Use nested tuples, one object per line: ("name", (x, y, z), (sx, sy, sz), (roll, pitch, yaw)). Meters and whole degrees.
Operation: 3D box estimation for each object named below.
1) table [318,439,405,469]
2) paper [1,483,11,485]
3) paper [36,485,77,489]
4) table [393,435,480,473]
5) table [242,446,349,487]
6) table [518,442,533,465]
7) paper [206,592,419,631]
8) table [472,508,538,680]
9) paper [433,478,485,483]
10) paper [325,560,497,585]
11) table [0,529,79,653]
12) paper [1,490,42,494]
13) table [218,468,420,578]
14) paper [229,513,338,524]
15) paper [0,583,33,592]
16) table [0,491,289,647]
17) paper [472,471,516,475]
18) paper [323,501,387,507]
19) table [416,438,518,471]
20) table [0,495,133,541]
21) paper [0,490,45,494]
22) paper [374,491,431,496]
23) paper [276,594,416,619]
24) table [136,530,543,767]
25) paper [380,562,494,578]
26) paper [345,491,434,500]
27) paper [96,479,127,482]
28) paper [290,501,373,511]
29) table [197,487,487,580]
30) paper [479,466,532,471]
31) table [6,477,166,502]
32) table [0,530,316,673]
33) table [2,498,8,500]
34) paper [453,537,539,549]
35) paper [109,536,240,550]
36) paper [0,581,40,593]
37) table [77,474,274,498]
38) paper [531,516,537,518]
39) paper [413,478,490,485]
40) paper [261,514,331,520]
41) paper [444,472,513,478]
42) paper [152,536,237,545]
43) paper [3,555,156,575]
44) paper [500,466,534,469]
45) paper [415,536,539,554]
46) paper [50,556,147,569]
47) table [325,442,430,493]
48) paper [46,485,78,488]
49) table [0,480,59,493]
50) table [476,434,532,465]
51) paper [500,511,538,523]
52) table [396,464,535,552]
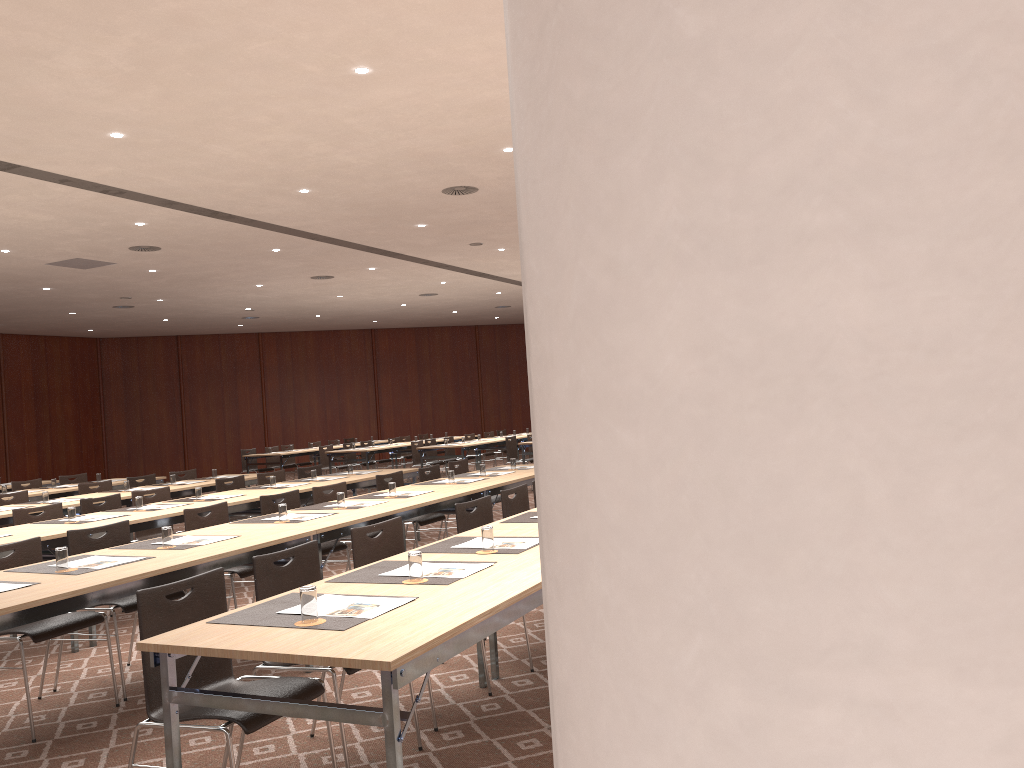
("table", (-3.419, 1.769, 20.369), (0.953, 0.833, 2.267), (-4, -1, 25))
("paper", (-7.162, 1.425, 12.680), (0.398, 0.006, 0.283), (-4, -1, 26))
("paper", (-5.685, 1.298, 11.201), (0.565, 0.003, 0.460), (-4, -1, 24))
("table", (-1.613, 1.631, 19.520), (0.953, 0.833, 2.267), (-4, -1, 25))
("table", (-4.382, 1.788, 18.314), (0.953, 0.833, 2.267), (-4, -1, 25))
("table", (1.036, 1.373, 15.766), (0.953, 0.833, 2.267), (-4, -1, 25))
("paper", (-0.687, 0.789, 3.100), (0.565, 0.003, 0.460), (-4, -1, 25))
("table", (0.714, 1.172, 5.678), (0.953, 0.833, 2.267), (-4, -1, 25))
("paper", (-0.490, 0.882, 8.092), (0.398, 0.006, 0.283), (-4, -1, 26))
("paper", (-0.412, 0.784, 3.703), (0.565, 0.003, 0.460), (-4, -1, 23))
("table", (-3.862, 1.467, 5.322), (0.953, 0.833, 2.267), (-4, -1, 25))
("paper", (-5.874, 1.295, 10.633), (0.398, 0.006, 0.283), (-4, -1, 23))
("table", (-1.935, 1.430, 9.432), (0.953, 0.833, 2.267), (-4, -1, 25))
("paper", (-1.541, 0.910, 6.015), (0.565, 0.003, 0.460), (-4, -1, 24))
("paper", (-2.396, 0.917, 3.955), (0.398, 0.006, 0.283), (-4, -1, 28))
("table", (-2.898, 1.448, 7.377), (0.953, 0.833, 2.267), (-4, -1, 25))
("paper", (-0.203, 0.876, 8.690), (0.398, 0.006, 0.283), (-4, -1, 26))
("paper", (-1.163, 0.894, 6.623), (0.398, 0.006, 0.283), (-4, -1, 24))
("table", (-0.770, 1.511, 16.615), (0.953, 0.833, 2.267), (-4, -1, 25))
("table", (-4.704, 1.587, 8.226), (0.953, 0.833, 2.267), (-4, -1, 25))
("paper", (-5.986, 1.306, 10.620), (0.565, 0.003, 0.460), (-4, -1, 28))
("paper", (-0.883, 0.889, 7.205), (0.398, 0.006, 0.283), (-4, -1, 26))
("paper", (-0.580, 0.779, 3.117), (0.398, 0.006, 0.283), (-4, -1, 25))
("table", (-0.250, 1.190, 3.623), (0.953, 0.833, 2.267), (-4, -1, 25))
("paper", (-0.314, 0.774, 3.700), (0.398, 0.006, 0.283), (-4, -1, 25))
("paper", (-0.982, 0.898, 7.163), (0.565, 0.003, 0.460), (-4, -1, 24))
("paper", (-5.342, 1.285, 11.804), (0.398, 0.006, 0.283), (-4, -1, 26))
("paper", (-1.277, 0.906, 6.610), (0.565, 0.003, 0.460), (-4, -1, 22))
("table", (-1.092, 1.310, 6.527), (0.953, 0.833, 2.267), (-4, -1, 25))
("paper", (-0.015, 0.880, 9.255), (0.565, 0.003, 0.460), (-4, -1, 24))
("table", (-5.547, 1.707, 11.131), (0.953, 0.833, 2.267), (-4, -1, 25))
("table", (-2.056, 1.329, 4.472), (0.953, 0.833, 2.267), (-4, -1, 25))
("table", (-6.510, 1.725, 9.076), (0.953, 0.833, 2.267), (-4, -1, 25))
("paper", (-0.057, 0.770, 4.299), (0.398, 0.006, 0.283), (-4, -1, 26))
("paper", (-1.948, 0.918, 5.143), (0.565, 0.003, 0.460), (-4, -1, 24))
("paper", (-2.499, 0.928, 3.958), (0.565, 0.003, 0.460), (-4, -1, 26))
("table", (-3.741, 1.568, 10.281), (0.953, 0.833, 2.267), (-4, -1, 25))
("paper", (0.344, 0.763, 5.179), (0.398, 0.006, 0.283), (-4, -1, 27))
("paper", (-0.556, 0.890, 8.076), (0.565, 0.003, 0.460), (-4, -1, 26))
("paper", (-1.455, 0.900, 6.012), (0.398, 0.006, 0.283), (-4, -1, 28))
("paper", (-0.315, 0.887, 8.660), (0.565, 0.003, 0.460), (-4, -1, 26))
("paper", (-1.844, 0.907, 5.152), (0.398, 0.006, 0.283), (-4, -1, 25))
("paper", (-2.204, 0.921, 4.533), (0.565, 0.003, 0.460), (-4, -1, 28))
("paper", (0.074, 0.871, 9.271), (0.398, 0.006, 0.283), (-4, -1, 22))
("paper", (-0.133, 0.779, 4.299), (0.565, 0.003, 0.460), (-4, -1, 25))
("paper", (-2.129, 0.913, 4.549), (0.398, 0.006, 0.283), (-4, -1, 28))
("table", (-2.576, 1.649, 17.465), (0.953, 0.833, 2.267), (-4, -1, 25))
("paper", (-5.641, 1.293, 11.250), (0.398, 0.006, 0.283), (-4, -1, 22))
("table", (-7.353, 1.845, 11.980), (0.953, 0.833, 2.267), (-4, -1, 25))
("table", (0.193, 1.493, 18.670), (0.953, 0.833, 2.267), (-4, -1, 25))
("paper", (0.277, 0.771, 5.152), (0.565, 0.003, 0.460), (-4, -1, 23))
("table", (-0.129, 1.292, 8.582), (0.953, 0.833, 2.267), (-4, -1, 25))
